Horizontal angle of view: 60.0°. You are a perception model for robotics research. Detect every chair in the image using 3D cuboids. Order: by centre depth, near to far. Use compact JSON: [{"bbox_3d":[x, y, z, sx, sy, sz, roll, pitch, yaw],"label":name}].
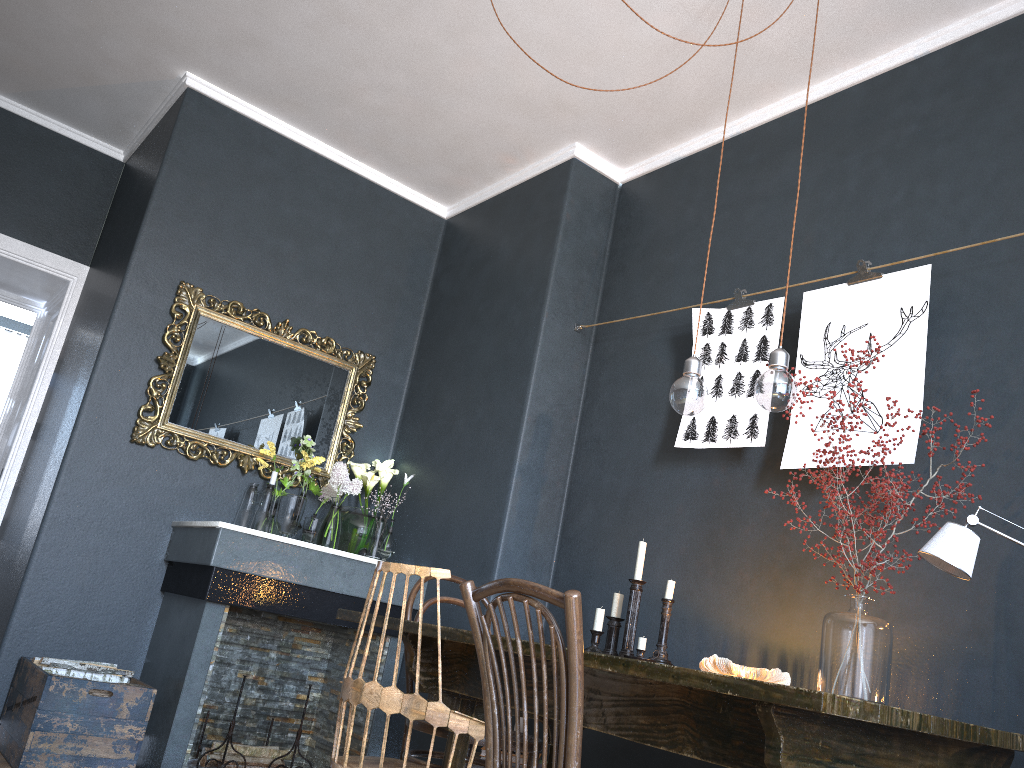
[{"bbox_3d":[0.103,0.800,1.577,0.468,0.816,0.363,22,-19,-34],"label":"chair"},{"bbox_3d":[-0.247,0.884,2.126,0.456,0.853,0.385,-2,-21,38],"label":"chair"},{"bbox_3d":[-0.145,1.084,2.847,0.439,0.917,0.550,21,-19,-31],"label":"chair"}]

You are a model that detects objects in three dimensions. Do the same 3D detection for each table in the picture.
[{"bbox_3d":[0.346,1.073,2.158,1.129,0.724,1.606,22,-20,-33],"label":"table"},{"bbox_3d":[-0.012,1.543,3.217,0.365,0.316,0.370,22,-20,-33],"label":"table"}]

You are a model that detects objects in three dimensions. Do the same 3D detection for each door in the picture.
[{"bbox_3d":[-2.821,0.546,5.000,0.162,2.178,0.858,22,-19,-33],"label":"door"}]

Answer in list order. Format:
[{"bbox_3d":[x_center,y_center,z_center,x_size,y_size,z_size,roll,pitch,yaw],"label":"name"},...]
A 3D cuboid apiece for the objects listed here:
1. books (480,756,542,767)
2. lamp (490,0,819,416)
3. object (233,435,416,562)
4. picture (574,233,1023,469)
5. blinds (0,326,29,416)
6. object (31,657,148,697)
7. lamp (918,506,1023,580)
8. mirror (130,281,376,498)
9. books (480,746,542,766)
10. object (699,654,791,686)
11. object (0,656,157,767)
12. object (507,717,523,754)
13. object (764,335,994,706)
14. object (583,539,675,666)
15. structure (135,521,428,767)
[{"bbox_3d":[0.011,1.391,3.276,0.219,0.012,0.274,8,-17,11],"label":"books"},{"bbox_3d":[0.120,-0.833,2.482,1.591,1.568,0.585,12,-16,-4],"label":"lamp"},{"bbox_3d":[-0.846,0.517,4.163,0.729,0.544,0.475,21,-19,-31],"label":"object"},{"bbox_3d":[1.575,-0.184,2.188,0.058,0.768,4.463,22,-20,-33],"label":"picture"},{"bbox_3d":[-5.583,0.634,8.122,4.003,2.777,0.313,22,-19,-33],"label":"blinds"},{"bbox_3d":[-1.634,1.183,3.364,0.371,0.246,0.534,22,-20,-33],"label":"object"},{"bbox_3d":[1.213,0.801,1.739,0.800,1.065,0.243,8,-16,9],"label":"lamp"},{"bbox_3d":[-1.179,0.052,4.236,1.059,0.781,0.067,22,-19,-33],"label":"mirror"},{"bbox_3d":[-0.001,1.368,3.272,0.207,0.024,0.263,9,-17,8],"label":"books"},{"bbox_3d":[0.665,0.830,2.541,0.253,0.072,0.254,20,-19,-27],"label":"object"},{"bbox_3d":[-1.651,1.253,3.340,0.384,0.325,0.553,22,-20,-33],"label":"object"},{"bbox_3d":[0.026,1.275,3.293,0.074,0.172,0.075,8,-16,10],"label":"object"},{"bbox_3d":[0.983,0.412,2.456,0.556,0.927,0.641,4,-18,24],"label":"object"},{"bbox_3d":[0.399,0.718,2.941,0.224,0.418,0.369,22,-19,-32],"label":"object"},{"bbox_3d":[-0.978,1.180,3.767,1.068,0.977,0.835,22,-20,-33],"label":"structure"}]
